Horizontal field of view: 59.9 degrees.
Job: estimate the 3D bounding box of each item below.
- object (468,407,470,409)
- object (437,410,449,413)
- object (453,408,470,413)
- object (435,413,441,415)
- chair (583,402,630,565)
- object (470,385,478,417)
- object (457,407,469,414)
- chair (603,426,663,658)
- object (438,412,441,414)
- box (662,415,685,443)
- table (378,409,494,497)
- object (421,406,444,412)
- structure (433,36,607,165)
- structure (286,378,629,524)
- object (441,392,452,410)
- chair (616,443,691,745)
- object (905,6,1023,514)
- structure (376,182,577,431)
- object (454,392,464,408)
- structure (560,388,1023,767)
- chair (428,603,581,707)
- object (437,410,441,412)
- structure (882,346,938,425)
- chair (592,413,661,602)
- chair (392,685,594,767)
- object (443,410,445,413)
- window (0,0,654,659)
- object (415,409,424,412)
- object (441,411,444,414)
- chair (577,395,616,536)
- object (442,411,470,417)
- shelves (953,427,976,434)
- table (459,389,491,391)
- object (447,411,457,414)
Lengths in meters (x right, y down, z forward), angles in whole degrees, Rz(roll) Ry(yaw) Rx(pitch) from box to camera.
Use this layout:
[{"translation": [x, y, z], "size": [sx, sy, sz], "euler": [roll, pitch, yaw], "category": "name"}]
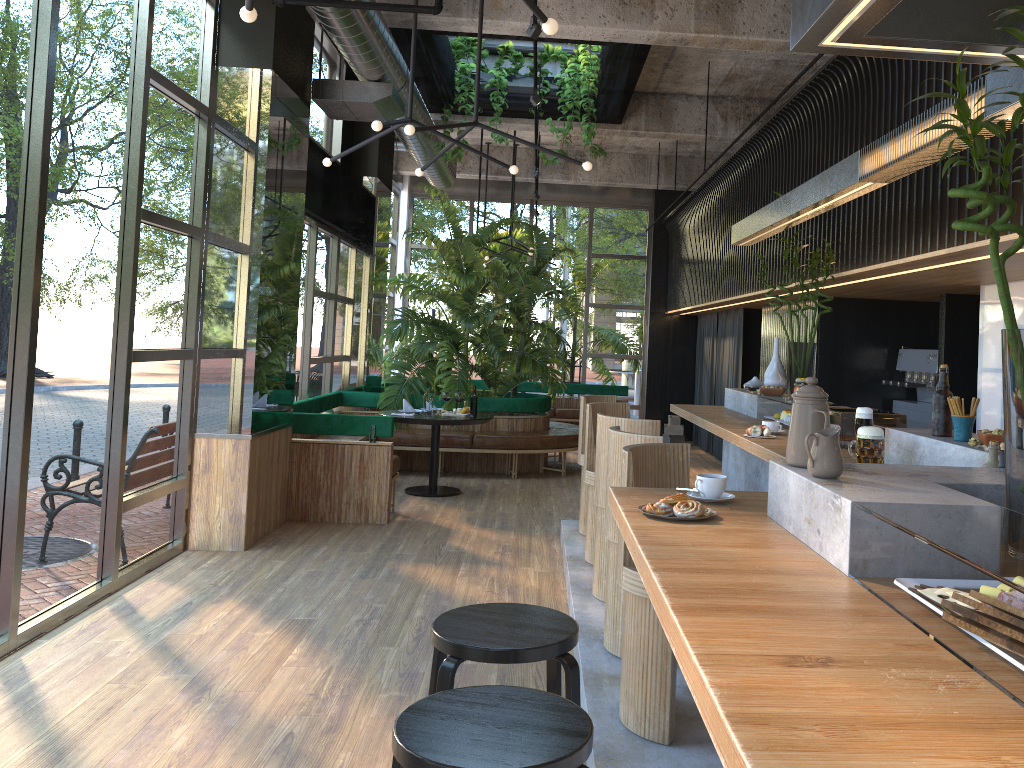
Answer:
[{"translation": [-0.436, 0.257, 8.789], "size": [0.059, 0.072, 0.208], "euler": [3, 2, -9], "category": "object"}, {"translation": [-0.669, 0.272, 8.719], "size": [0.097, 0.028, 0.129], "euler": [3, 3, 14], "category": "object"}, {"translation": [-0.497, 0.257, 8.688], "size": [0.194, 0.038, 0.063], "euler": [4, 2, 33], "category": "object"}, {"translation": [-0.708, 0.288, 8.523], "size": [0.062, 0.013, 0.147], "euler": [2, 3, -5], "category": "object"}, {"translation": [0.719, 0.621, 5.567], "size": [0.567, 0.970, 0.526], "euler": [3, -1, -26], "category": "chair"}, {"translation": [-0.362, 0.163, 8.465], "size": [0.067, 0.299, 0.070], "euler": [2, -2, 15], "category": "object"}, {"translation": [-0.470, 0.250, 8.588], "size": [0.099, 0.064, 0.163], "euler": [2, 2, -30], "category": "object"}, {"translation": [0.688, 0.697, 4.005], "size": [0.572, 0.970, 0.522], "euler": [3, -1, -41], "category": "chair"}, {"translation": [-0.708, 0.280, 8.625], "size": [0.033, 0.019, 0.038], "euler": [3, 2, 12], "category": "object"}, {"translation": [2.494, 0.709, 13.680], "size": [0.338, 0.442, 0.275], "euler": [3, -1, -12], "category": "box"}, {"translation": [-0.745, 0.667, 8.554], "size": [1.146, 0.751, 1.054], "euler": [2, 1, -32], "category": "table"}, {"translation": [-0.799, 0.206, 8.925], "size": [0.239, 0.139, 0.226], "euler": [2, 2, -17], "category": "object"}, {"translation": [0.262, -3.053, 9.616], "size": [2.093, 1.517, 1.464], "euler": [3, 1, 28], "category": "structure"}, {"translation": [0.862, 0.549, 4.310], "size": [6.053, 1.548, 20.053], "euler": [3, 3, 1], "category": "structure"}, {"translation": [-0.658, 0.180, 8.854], "size": [0.104, 0.201, 0.100], "euler": [3, -1, -12], "category": "object"}, {"translation": [0.653, 0.733, 3.236], "size": [0.572, 0.970, 0.522], "euler": [3, -1, -44], "category": "chair"}, {"translation": [1.241, -0.375, 2.031], "size": [0.671, 1.551, 0.586], "euler": [3, -1, 4], "category": "object"}, {"translation": [-0.455, -0.723, 10.945], "size": [2.491, 3.439, 2.603], "euler": [3, 0, -16], "category": "structure"}, {"translation": [-0.529, 0.187, 8.819], "size": [0.104, 0.201, 0.100], "euler": [3, -1, -12], "category": "object"}, {"translation": [3.244, 0.597, 3.578], "size": [5.870, 1.730, 7.103], "euler": [2, 3, -1], "category": "structure"}, {"translation": [-0.035, 1.022, 2.478], "size": [0.520, 0.697, 0.509], "euler": [3, 0, -5], "category": "chair"}, {"translation": [-0.722, 0.271, 8.743], "size": [0.024, 0.025, 0.047], "euler": [3, 2, 18], "category": "object"}, {"translation": [3.579, 0.473, 7.683], "size": [0.552, 1.596, 0.835], "euler": [3, -1, 0], "category": "structure"}, {"translation": [0.715, 0.658, 4.819], "size": [0.530, 0.970, 0.564], "euler": [2, -1, 23], "category": "chair"}, {"translation": [-0.053, 1.053, 1.832], "size": [0.524, 0.697, 0.505], "euler": [3, 0, -10], "category": "chair"}, {"translation": [-0.666, 0.274, 8.656], "size": [0.033, 0.032, 0.037], "euler": [3, 1, -3], "category": "object"}, {"translation": [-0.137, -1.973, 4.318], "size": [4.156, 6.493, 20.300], "euler": [3, 2, 2], "category": "window"}, {"translation": [-0.976, 0.257, 8.838], "size": [0.165, 0.019, 0.244], "euler": [0, 4, -40], "category": "object"}, {"translation": [-0.670, 0.278, 8.565], "size": [0.032, 0.031, 0.040], "euler": [3, 1, 24], "category": "object"}, {"translation": [0.743, 0.582, 6.375], "size": [0.540, 0.970, 0.553], "euler": [2, -1, 9], "category": "chair"}, {"translation": [-0.519, 0.290, 8.589], "size": [0.236, 0.019, 0.358], "euler": [3, 3, 10], "category": "object"}, {"translation": [3.711, 0.386, 6.713], "size": [0.525, 0.035, 0.866], "euler": [3, 3, 0], "category": "shelves"}, {"translation": [-0.633, 0.478, 12.492], "size": [1.135, 0.751, 1.065], "euler": [2, 1, -21], "category": "table"}, {"translation": [-0.575, 0.271, 8.582], "size": [0.101, 0.013, 0.222], "euler": [3, 3, 5], "category": "object"}]
